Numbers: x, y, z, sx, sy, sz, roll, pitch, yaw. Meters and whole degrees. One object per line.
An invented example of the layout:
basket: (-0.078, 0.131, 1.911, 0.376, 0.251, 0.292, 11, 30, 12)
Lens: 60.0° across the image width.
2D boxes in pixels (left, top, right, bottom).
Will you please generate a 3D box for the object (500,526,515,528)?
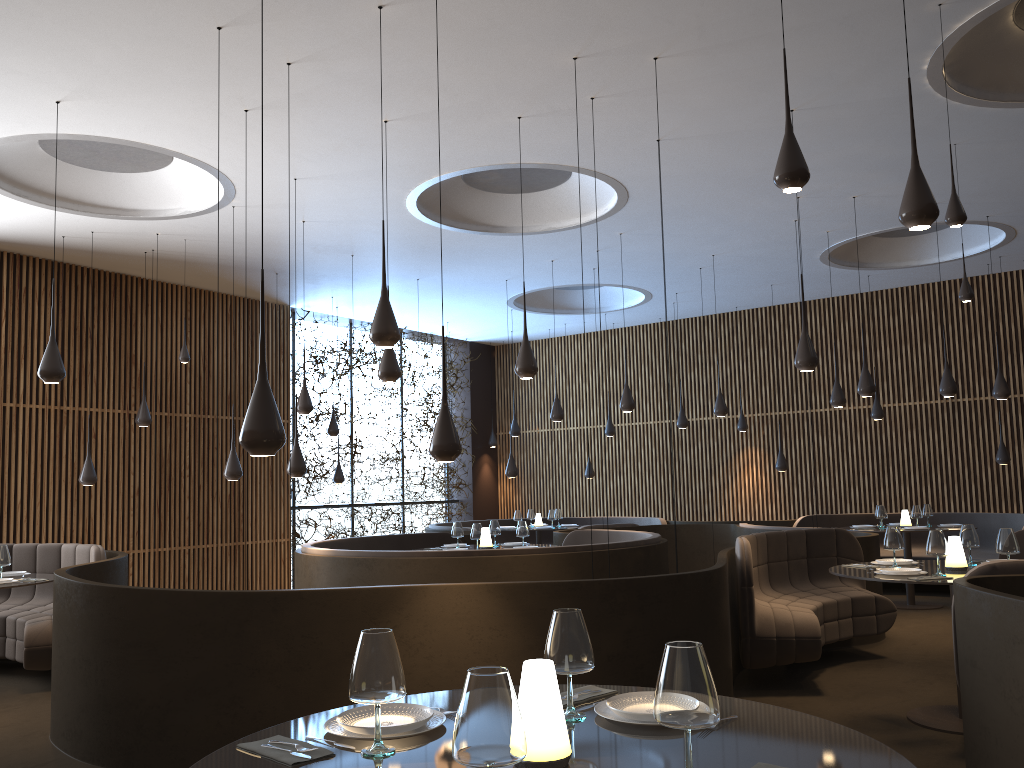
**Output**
object: (-0.078, 2.373, 14.675, 0.263, 0.029, 0.264, 1, -7, -18)

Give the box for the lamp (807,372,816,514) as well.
lamp: (5.071, 1.647, 14.895, 0.196, 6.261, 0.196, 3, -7, -39)

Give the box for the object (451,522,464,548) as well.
object: (-0.605, 1.687, 9.878, 0.142, 0.294, 0.142, -2, -6, 2)

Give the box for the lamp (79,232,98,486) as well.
lamp: (-4.868, -0.309, 10.235, 0.196, 2.954, 0.196, -4, -6, 21)

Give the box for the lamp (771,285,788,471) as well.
lamp: (4.172, -0.107, 13.968, 0.196, 2.954, 0.196, -4, -6, 21)

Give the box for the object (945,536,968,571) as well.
object: (3.081, 1.175, 6.160, 0.144, 0.231, 0.142, -3, -6, 10)

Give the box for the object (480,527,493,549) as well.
object: (-0.286, 1.690, 9.717, 0.144, 0.231, 0.142, 3, -7, -39)

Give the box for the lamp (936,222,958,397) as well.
lamp: (4.875, -0.961, 10.054, 0.196, 2.218, 0.196, -5, -6, 31)

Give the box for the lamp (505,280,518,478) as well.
lamp: (-0.041, -0.089, 13.170, 0.196, 2.954, 0.196, -5, -6, 31)

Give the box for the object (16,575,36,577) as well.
object: (-4.378, 1.670, 7.729, 0.411, 0.012, 0.205, -4, -7, 22)

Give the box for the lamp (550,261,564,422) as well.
lamp: (0.587, -0.593, 12.138, 0.196, 2.218, 0.196, 0, -6, -19)

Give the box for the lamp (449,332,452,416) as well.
lamp: (-1.198, 0.078, 17.389, 0.196, 2.218, 0.196, 1, -6, -29)

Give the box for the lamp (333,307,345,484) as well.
lamp: (-2.892, 0.176, 14.747, 0.196, 2.954, 0.196, 0, -6, -19)

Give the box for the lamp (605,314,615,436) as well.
lamp: (1.730, -0.168, 15.992, 0.196, 2.218, 0.196, -4, -6, 21)

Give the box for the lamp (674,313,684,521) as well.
lamp: (2.874, 1.718, 14.993, 0.196, 6.261, 0.196, 3, -7, -39)

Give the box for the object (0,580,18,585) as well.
object: (-4.110, 1.580, 7.041, 0.332, 0.014, 0.332, -2, -7, 6)

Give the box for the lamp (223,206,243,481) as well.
lamp: (-2.977, -0.452, 9.469, 0.196, 2.954, 0.196, -1, -5, -9)

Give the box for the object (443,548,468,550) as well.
object: (-0.593, 1.743, 9.279, 0.263, 0.029, 0.263, 4, -9, -40)

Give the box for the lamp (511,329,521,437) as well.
lamp: (0.027, -0.192, 15.402, 0.196, 2.218, 0.196, -4, -6, 21)

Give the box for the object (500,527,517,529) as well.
object: (-0.078, 2.383, 14.674, 0.332, 0.014, 0.332, -6, -8, 33)

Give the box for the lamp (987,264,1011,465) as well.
lamp: (7.085, -0.302, 12.984, 0.196, 2.954, 0.196, -4, -6, 21)

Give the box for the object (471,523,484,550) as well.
object: (-0.364, 1.612, 9.309, 0.142, 0.294, 0.142, -1, -6, -3)

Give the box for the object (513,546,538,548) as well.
object: (0.145, 1.734, 9.370, 0.263, 0.029, 0.263, 4, -9, -39)

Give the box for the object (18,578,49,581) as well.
object: (-3.950, 1.613, 7.297, 0.262, 0.017, 0.127, -5, -8, 28)

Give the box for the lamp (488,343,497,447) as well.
lamp: (-0.432, 0.226, 18.807, 0.196, 2.218, 0.196, 1, -6, -29)

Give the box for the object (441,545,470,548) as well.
object: (-0.643, 1.851, 10.093, 0.332, 0.014, 0.332, -8, -9, 43)

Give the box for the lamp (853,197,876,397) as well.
lamp: (3.827, -0.967, 9.737, 0.196, 2.218, 0.196, 0, -6, -19)

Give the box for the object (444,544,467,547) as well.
object: (-0.644, 1.842, 10.094, 0.263, 0.029, 0.264, -2, -7, 2)

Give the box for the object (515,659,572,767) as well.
object: (0.065, 0.768, 2.074, 0.142, 0.231, 0.145, -3, -6, 14)

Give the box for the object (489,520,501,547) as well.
object: (-0.197, 1.705, 10.119, 0.142, 0.294, 0.142, 2, -7, -33)

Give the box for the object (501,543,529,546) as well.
object: (0.039, 1.835, 10.110, 0.332, 0.014, 0.332, 4, -8, -36)

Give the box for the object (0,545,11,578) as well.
object: (-4.190, 1.472, 7.273, 0.142, 0.294, 0.142, -6, -7, 38)

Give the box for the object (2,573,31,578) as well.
object: (-4.382, 1.669, 7.730, 0.332, 0.014, 0.332, -5, -8, 27)

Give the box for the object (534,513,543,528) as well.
object: (0.442, 2.274, 14.775, 0.142, 0.231, 0.145, -3, -6, 16)

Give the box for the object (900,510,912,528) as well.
object: (5.203, 1.782, 11.723, 0.142, 0.231, 0.145, -4, -6, 27)

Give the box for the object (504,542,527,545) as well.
object: (0.039, 1.825, 10.111, 0.263, 0.029, 0.263, -6, -8, 31)

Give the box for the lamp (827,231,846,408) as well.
lamp: (4.011, -0.816, 11.076, 0.196, 2.218, 0.196, 0, -6, -19)

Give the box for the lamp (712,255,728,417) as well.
lamp: (2.795, -0.663, 12.082, 0.196, 2.218, 0.196, 0, -6, -19)

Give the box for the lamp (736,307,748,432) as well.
lamp: (4.029, -0.266, 15.690, 0.196, 2.218, 0.196, -4, -6, 21)

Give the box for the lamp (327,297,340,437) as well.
lamp: (-2.836, -0.279, 14.030, 0.196, 2.218, 0.196, 0, -6, -19)

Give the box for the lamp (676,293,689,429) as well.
lamp: (2.727, -0.382, 14.422, 0.196, 2.218, 0.196, -4, -6, 21)

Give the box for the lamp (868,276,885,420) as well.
lamp: (5.521, -0.561, 13.551, 0.196, 2.218, 0.196, -3, -5, 11)

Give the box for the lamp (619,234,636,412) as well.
lamp: (1.383, -0.763, 10.925, 0.196, 2.218, 0.196, 0, -6, -19)

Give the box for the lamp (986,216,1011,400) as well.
lamp: (5.774, -0.920, 10.604, 0.196, 2.218, 0.196, -4, -6, 21)

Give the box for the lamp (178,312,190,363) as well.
lamp: (-3.955, -1.005, 10.713, 0.133, 1.505, 0.133, -5, -6, 30)

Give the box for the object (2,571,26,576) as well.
object: (-4.382, 1.660, 7.731, 0.263, 0.029, 0.264, -2, -7, 1)

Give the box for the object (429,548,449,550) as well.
object: (-0.840, 1.836, 9.864, 0.262, 0.017, 0.126, -7, -8, 37)

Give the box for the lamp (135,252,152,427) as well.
lamp: (-4.632, -0.571, 11.178, 0.196, 2.218, 0.196, 1, -6, -29)

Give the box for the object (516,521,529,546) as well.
object: (0.117, 1.636, 9.612, 0.142, 0.294, 0.142, -2, -6, 6)

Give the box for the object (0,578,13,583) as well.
object: (-4.110, 1.570, 7.042, 0.263, 0.029, 0.264, -3, -7, 12)

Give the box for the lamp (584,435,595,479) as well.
lamp: (1.418, 0.299, 16.749, 0.196, 2.954, 0.196, -4, -6, 21)

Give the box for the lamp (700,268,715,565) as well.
lamp: (2.826, 1.434, 12.601, 0.196, 6.261, 0.196, 3, -7, -39)
